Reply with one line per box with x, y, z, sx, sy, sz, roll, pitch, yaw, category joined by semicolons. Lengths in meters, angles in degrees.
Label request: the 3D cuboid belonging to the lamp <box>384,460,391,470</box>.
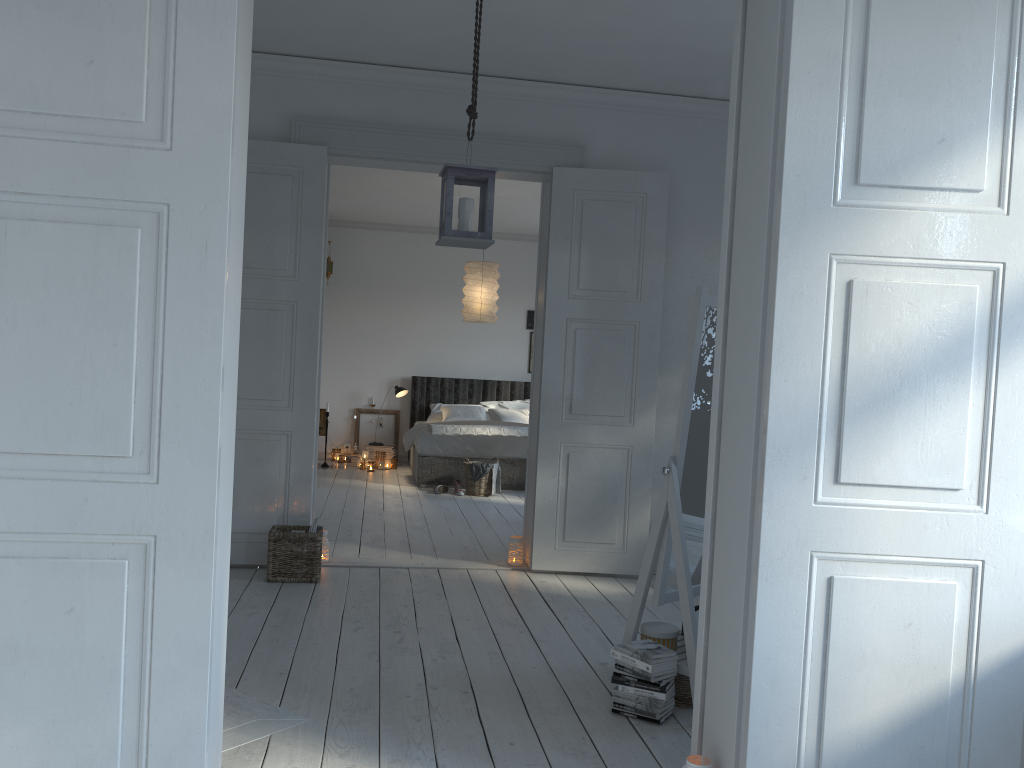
-1.389;0.903;9.893;0.080;0.098;0.080;4;2;26;lamp

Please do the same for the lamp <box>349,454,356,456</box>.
-1.865;0.871;10.334;0.081;0.098;0.080;2;2;-37;lamp

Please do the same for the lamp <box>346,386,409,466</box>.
-1.585;0.469;10.231;0.825;0.936;0.450;3;2;9;lamp

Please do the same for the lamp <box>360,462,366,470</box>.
-1.640;0.902;9.742;0.067;0.078;0.070;4;2;33;lamp

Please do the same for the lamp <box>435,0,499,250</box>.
-0.161;-1.488;3.834;0.228;1.763;0.228;3;2;-12;lamp

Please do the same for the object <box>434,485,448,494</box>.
-0.691;0.972;8.250;0.120;0.084;0.222;3;1;20;object

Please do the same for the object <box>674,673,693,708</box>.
0.597;1.086;3.274;0.185;0.140;0.295;2;1;-37;object

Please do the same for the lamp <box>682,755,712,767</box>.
0.485;1.067;2.321;0.089;0.166;0.089;3;2;-10;lamp

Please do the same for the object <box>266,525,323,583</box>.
-1.160;0.907;4.749;0.270;0.265;0.223;3;1;-9;object

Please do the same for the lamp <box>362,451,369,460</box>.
-1.632;0.792;9.841;0.080;0.098;0.081;4;2;35;lamp

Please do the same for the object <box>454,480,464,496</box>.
-0.487;0.966;8.234;0.083;0.122;0.222;3;1;-9;object

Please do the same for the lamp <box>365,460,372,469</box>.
-1.594;0.893;9.846;0.080;0.098;0.080;4;2;26;lamp

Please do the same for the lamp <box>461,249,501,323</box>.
-0.262;-1.168;7.920;0.338;1.232;0.340;4;2;23;lamp

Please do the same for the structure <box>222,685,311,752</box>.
-1.274;-0.268;2.576;0.800;2.829;1.248;4;2;36;structure

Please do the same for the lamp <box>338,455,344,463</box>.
-1.986;0.870;10.276;0.063;0.091;0.073;4;2;24;lamp

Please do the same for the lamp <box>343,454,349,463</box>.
-1.944;0.867;10.373;0.081;0.098;0.080;2;2;-37;lamp

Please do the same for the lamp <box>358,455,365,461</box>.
-1.745;0.879;10.265;0.081;0.098;0.080;2;2;-37;lamp

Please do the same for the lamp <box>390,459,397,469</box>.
-1.331;0.901;9.970;0.080;0.107;0.080;2;2;-36;lamp

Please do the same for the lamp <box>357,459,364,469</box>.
-1.684;0.888;9.838;0.080;0.098;0.080;4;2;26;lamp

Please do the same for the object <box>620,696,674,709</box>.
0.470;1.089;3.083;0.156;0.014;0.111;4;1;34;object

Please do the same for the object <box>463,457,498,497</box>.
-0.298;0.860;8.263;0.319;0.351;0.319;4;2;23;object

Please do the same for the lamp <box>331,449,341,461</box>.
-2.075;0.837;10.470;0.108;0.141;0.107;2;2;-36;lamp

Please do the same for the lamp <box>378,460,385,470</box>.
-1.447;0.901;9.828;0.080;0.098;0.080;4;2;26;lamp

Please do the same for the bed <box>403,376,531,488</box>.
-0.226;0.491;9.647;1.888;1.047;2.175;3;1;-9;bed

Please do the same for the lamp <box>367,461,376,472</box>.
-1.530;0.896;9.621;0.081;0.106;0.081;2;2;-32;lamp

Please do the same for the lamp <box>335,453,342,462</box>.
-2.034;0.862;10.380;0.081;0.098;0.080;2;2;-37;lamp

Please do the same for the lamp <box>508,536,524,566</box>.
0.024;0.998;5.310;0.089;0.166;0.089;3;2;-16;lamp

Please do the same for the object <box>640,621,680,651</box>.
0.545;0.935;3.277;0.142;0.074;0.142;3;1;-25;object

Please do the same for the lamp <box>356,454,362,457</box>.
-1.794;0.874;10.389;0.080;0.098;0.081;4;2;38;lamp

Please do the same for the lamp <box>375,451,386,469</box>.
-1.474;0.853;9.936;0.117;0.188;0.121;4;2;34;lamp

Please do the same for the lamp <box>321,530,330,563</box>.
-1.102;0.938;5.128;0.093;0.180;0.092;2;2;-26;lamp

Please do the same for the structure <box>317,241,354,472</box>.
-2.360;-0.437;9.865;1.247;2.837;0.800;4;2;36;structure
